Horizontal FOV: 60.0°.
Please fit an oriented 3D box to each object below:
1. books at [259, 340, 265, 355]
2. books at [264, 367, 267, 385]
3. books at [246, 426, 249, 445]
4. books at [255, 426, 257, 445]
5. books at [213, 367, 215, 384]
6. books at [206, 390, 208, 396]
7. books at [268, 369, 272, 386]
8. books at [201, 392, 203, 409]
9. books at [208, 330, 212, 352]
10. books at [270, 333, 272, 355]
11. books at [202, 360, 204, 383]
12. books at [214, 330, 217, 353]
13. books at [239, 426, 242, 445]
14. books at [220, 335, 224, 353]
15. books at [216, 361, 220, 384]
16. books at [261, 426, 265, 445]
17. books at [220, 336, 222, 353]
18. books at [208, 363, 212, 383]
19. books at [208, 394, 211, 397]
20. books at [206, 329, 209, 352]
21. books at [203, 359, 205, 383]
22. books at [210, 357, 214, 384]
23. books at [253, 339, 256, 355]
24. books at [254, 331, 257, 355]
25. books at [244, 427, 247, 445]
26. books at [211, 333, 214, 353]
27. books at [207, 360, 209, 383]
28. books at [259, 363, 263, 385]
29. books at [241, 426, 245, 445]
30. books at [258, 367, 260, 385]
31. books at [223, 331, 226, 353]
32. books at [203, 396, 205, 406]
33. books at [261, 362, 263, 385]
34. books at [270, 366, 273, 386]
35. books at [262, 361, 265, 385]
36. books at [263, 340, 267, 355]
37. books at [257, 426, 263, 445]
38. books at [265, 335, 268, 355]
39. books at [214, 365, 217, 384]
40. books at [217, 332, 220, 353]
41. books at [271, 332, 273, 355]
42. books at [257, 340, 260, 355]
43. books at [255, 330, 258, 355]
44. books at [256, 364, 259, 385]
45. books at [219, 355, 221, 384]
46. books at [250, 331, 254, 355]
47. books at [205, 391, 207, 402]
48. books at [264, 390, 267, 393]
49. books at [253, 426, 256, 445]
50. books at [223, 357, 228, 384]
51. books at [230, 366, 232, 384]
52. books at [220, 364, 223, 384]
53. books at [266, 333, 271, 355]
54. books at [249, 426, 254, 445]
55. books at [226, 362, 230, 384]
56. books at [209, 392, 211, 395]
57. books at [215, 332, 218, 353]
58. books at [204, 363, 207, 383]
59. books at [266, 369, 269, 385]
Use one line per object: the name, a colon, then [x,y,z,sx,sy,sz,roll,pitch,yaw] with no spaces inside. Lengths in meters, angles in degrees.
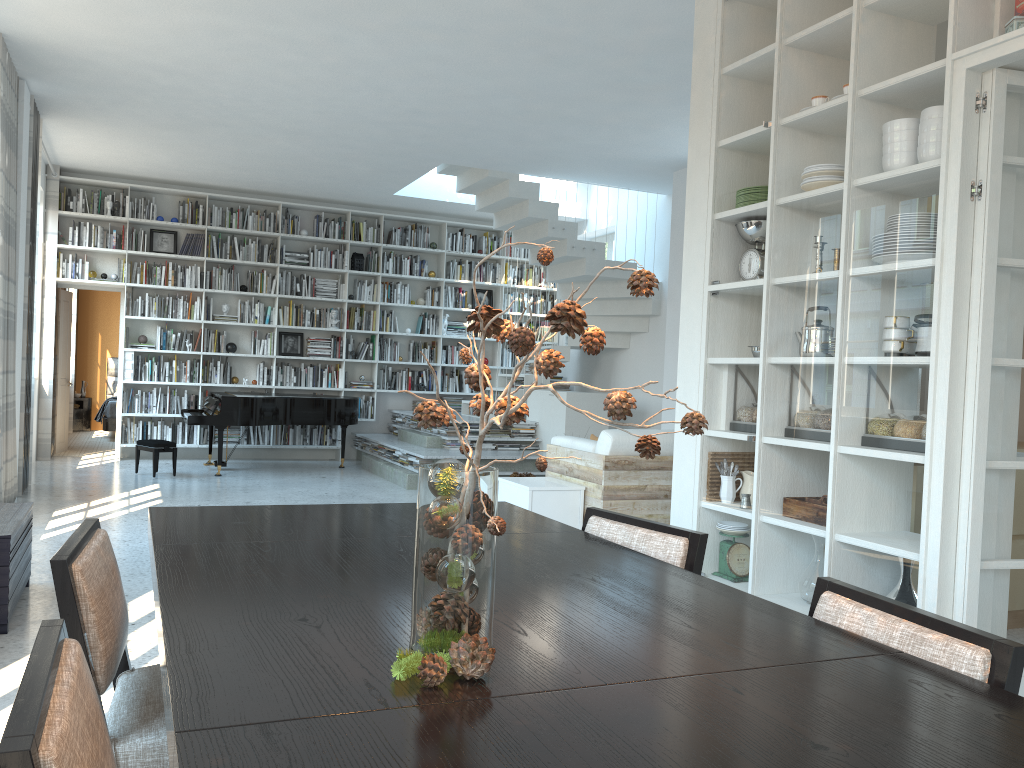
books: [-3.055,-0.446,10.809,0.057,0.188,0.156,2,1,-23]
books: [-3.023,-0.095,10.837,0.029,0.221,0.153,2,1,-23]
books: [-3.221,0.612,10.791,0.028,0.238,0.136,2,1,-23]
books: [-3.128,0.598,10.807,0.012,0.275,0.180,2,1,-23]
books: [-3.569,-0.105,10.605,0.024,0.196,0.156,2,1,-23]
books: [-3.652,0.219,10.590,0.013,0.288,0.160,2,1,-23]
books: [-2.974,-0.083,10.866,0.024,0.201,0.158,2,1,-23]
books: [-3.704,0.228,10.573,0.023,0.266,0.134,2,1,-23]
books: [-3.602,-0.506,10.574,0.036,0.263,0.166,2,1,-23]
books: [-2.961,-0.488,10.838,0.011,0.279,0.187,2,1,-23]
books: [-3.690,-0.149,10.561,0.013,0.275,0.147,2,1,-23]
books: [-3.543,-0.509,10.580,0.026,0.274,0.190,2,1,-23]
books: [-3.289,0.602,10.745,0.012,0.254,0.161,2,1,-23]
books: [-3.477,-0.477,10.624,0.028,0.216,0.175,2,1,-23]
books: [-3.522,-0.139,10.616,0.027,0.269,0.185,2,1,-23]
books: [-3.053,0.609,10.868,0.025,0.259,0.132,2,1,-23]
books: [-3.496,-0.474,10.620,0.011,0.208,0.180,2,1,-23]
books: [-3.610,-0.132,10.582,0.042,0.248,0.162,2,1,-23]
books: [-3.621,0.246,10.585,0.023,0.237,0.172,2,1,-23]
books: [-3.633,-0.513,10.568,0.026,0.275,0.154,2,1,-23]
books: [-3.674,-0.153,10.557,0.013,0.283,0.146,2,1,-23]
books: [-3.582,-0.164,10.592,0.014,0.313,0.166,2,1,-23]
books: [-3.142,-0.449,10.772,0.025,0.186,0.154,2,1,-23]
books: [-3.127,-0.501,10.789,0.011,0.292,0.155,2,1,-23]
books: [-3.244,0.629,10.769,0.029,0.202,0.178,2,1,-23]
books: [-3.576,-0.487,10.589,0.025,0.228,0.153,2,1,-23]
books: [-3.631,-0.145,10.564,0.012,0.272,0.181,2,1,-23]
books: [-3.069,-0.121,10.815,0.027,0.269,0.158,2,1,-23]
books: [-3.275,0.596,10.768,0.031,0.265,0.144,2,1,-23]
books: [-3.096,-0.100,10.824,0.015,0.225,0.148,2,1,-23]
books: [-3.456,-0.501,10.648,0.028,0.266,0.144,2,1,-23]
books: [-3.680,0.256,10.578,0.026,0.213,0.139,2,1,-23]
books: [-3.057,-0.124,10.835,0.010,0.277,0.155,2,1,-23]
books: [-2.963,-0.103,10.898,0.019,0.242,0.107,2,1,-23]
books: [-3.044,-0.131,10.836,0.014,0.291,0.131,2,1,-23]
books: [-3.020,-0.445,10.829,0.024,0.188,0.172,2,1,-23]
books: [-3.093,0.599,10.836,0.073,0.276,0.181,2,1,-23]
books: [-2.998,-0.472,10.826,0.012,0.244,0.171,2,1,-23]
books: [-3.546,-0.113,10.610,0.021,0.215,0.172,2,1,-23]
books: [-3.521,-0.495,10.630,0.028,0.248,0.142,2,1,-23]
books: [-2.947,-0.488,10.847,0.021,0.281,0.162,2,1,-23]
books: [-3.101,-0.445,10.806,0.030,0.183,0.154,2,1,-23]
books: [-3.115,-0.504,10.790,0.012,0.298,0.166,2,1,-23]
books: [-3.105,-0.115,10.811,0.012,0.254,0.161,2,1,-23]
books: [-3.512,-0.174,10.646,0.013,0.339,0.138,2,1,-23]
books: [-3.159,-0.499,10.768,0.012,0.285,0.159,2,1,-23]
books: [-3.662,0.222,10.583,0.010,0.282,0.149,2,1,-23]
books: [-3.019,0.229,10.849,0.013,0.320,0.173,2,1,-23]
books: [-3.142,0.619,10.810,0.011,0.232,0.174,2,1,-23]
books: [-3.448,-0.166,10.648,0.050,0.328,0.166,2,1,-23]
books: [-3.397,-0.106,10.686,0.023,0.212,0.160,2,1,-23]
books: [-3.492,-0.124,10.648,0.029,0.241,0.135,2,1,-23]
books: [-2.982,-0.484,10.840,0.027,0.269,0.178,2,1,-23]
books: [-3.176,0.607,10.797,0.062,0.253,0.177,2,1,-23]
books: [-3.413,-0.131,10.662,0.027,0.261,0.163,2,1,-23]
books: [-3.607,0.228,10.618,0.026,0.273,0.146,2,1,-23]
books: [-3.533,-0.493,10.607,0.014,0.244,0.153,2,1,-23]
books: [-3.654,-0.130,10.563,0.030,0.239,0.157,2,1,-23]
books: [-3.004,-0.081,10.867,0.031,0.195,0.142,2,1,-23]
